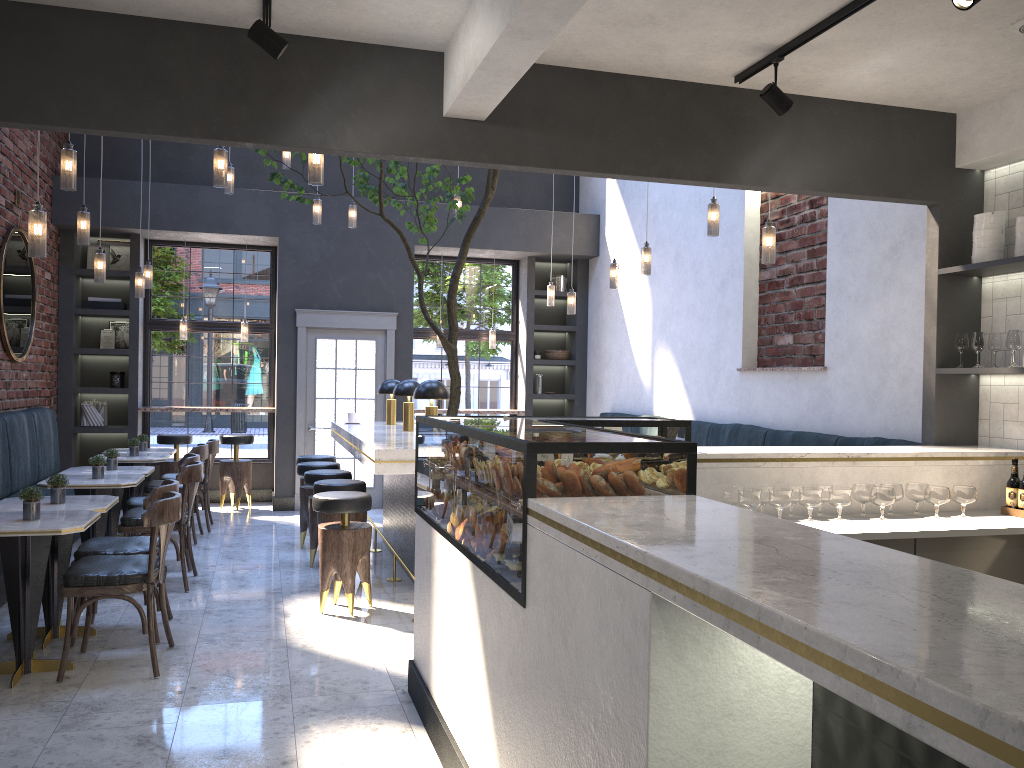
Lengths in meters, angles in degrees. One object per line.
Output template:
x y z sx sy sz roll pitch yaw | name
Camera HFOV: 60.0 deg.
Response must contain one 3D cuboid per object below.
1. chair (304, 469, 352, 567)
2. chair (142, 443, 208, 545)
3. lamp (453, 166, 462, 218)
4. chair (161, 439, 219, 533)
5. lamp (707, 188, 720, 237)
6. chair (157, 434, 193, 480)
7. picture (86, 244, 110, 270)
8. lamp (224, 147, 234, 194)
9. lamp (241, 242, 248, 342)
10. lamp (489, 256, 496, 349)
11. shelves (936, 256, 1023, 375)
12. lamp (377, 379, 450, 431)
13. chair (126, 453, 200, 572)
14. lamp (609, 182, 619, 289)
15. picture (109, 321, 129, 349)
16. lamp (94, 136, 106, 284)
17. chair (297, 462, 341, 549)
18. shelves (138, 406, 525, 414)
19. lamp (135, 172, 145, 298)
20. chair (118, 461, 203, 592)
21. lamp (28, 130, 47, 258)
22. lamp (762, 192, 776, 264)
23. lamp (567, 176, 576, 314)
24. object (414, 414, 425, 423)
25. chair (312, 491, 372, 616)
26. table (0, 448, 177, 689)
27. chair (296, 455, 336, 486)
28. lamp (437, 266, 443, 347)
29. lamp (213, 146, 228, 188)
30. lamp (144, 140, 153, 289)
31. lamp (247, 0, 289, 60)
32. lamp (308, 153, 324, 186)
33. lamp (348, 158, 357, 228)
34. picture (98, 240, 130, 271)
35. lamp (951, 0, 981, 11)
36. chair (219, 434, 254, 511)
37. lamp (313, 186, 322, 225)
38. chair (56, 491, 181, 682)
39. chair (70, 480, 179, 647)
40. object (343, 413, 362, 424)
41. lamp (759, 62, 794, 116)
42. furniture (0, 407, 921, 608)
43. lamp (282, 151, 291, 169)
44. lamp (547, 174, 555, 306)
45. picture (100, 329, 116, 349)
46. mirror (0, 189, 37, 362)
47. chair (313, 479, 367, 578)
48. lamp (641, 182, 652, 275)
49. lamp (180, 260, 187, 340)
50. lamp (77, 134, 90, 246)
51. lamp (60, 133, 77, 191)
-1.447 1.054 6.960 0.372 0.737 0.370 1 1 28 | chair
-2.985 0.965 7.893 0.521 0.851 0.538 1 1 -14 | chair
-0.489 -3.655 8.527 0.078 4.105 0.078 1 1 -31 | lamp
-3.076 0.962 8.469 0.521 0.851 0.497 1 1 -17 | chair
1.411 -3.066 6.039 0.078 4.105 0.078 1 1 -31 | lamp
-3.701 0.965 9.725 0.372 0.821 0.370 1 1 37 | chair
-4.590 -1.396 9.839 0.230 0.313 0.061 1 1 -16 | picture
-2.379 -3.681 7.546 0.078 4.105 0.078 1 1 -31 | lamp
-3.045 -1.199 10.124 0.078 1.429 0.078 2 1 37 | lamp
-0.229 -1.152 10.916 0.078 1.429 0.078 1 1 14 | lamp
2.989 -0.331 3.228 0.300 0.580 3.600 1 0 -16 | shelves
-0.434 -1.231 3.452 4.183 3.257 8.834 1 0 -32 | lamp
-2.671 0.973 6.788 0.521 0.851 0.538 1 1 -22 | chair
0.930 -2.886 7.743 0.078 4.105 0.078 2 1 37 | lamp
-4.393 -0.543 9.954 0.247 0.326 0.044 1 1 -16 | picture
-3.042 -2.807 6.598 0.078 4.105 0.078 1 1 -8 | lamp
-1.664 1.048 7.619 0.370 0.737 0.372 1 1 -25 | chair
-2.011 0.312 10.446 4.403 0.043 0.384 1 0 -16 | shelves
-3.237 -2.813 7.769 0.078 4.105 0.078 1 1 -31 | lamp
-2.439 0.979 6.197 0.521 0.851 0.538 1 1 -14 | chair
-2.245 -2.662 4.237 0.078 4.105 0.078 1 1 -31 | lamp
1.596 -2.786 5.369 0.078 4.105 0.078 1 1 -31 | lamp
0.626 -2.748 8.814 0.078 4.105 0.078 1 1 -31 | lamp
-0.915 0.329 8.480 0.176 0.097 0.301 1 0 -25 | object
-1.077 1.064 5.606 0.372 0.737 0.370 1 1 28 | chair
-1.028 1.054 6.905 4.599 0.751 4.829 1 0 -16 | table
-1.836 1.043 8.308 0.372 0.737 0.370 1 1 28 | chair
-0.862 -1.163 10.738 0.078 1.429 0.078 2 1 37 | lamp
-1.709 -3.232 5.278 0.078 4.105 0.078 1 1 14 | lamp
-3.390 -2.951 8.319 0.078 4.105 0.078 1 1 -31 | lamp
-0.953 -1.393 3.466 0.157 0.238 0.087 1 1 -22 | lamp
-0.984 -3.091 4.585 0.078 4.105 0.078 1 1 14 | lamp
-1.556 -3.613 8.823 0.078 4.105 0.078 1 1 -31 | lamp
-4.440 -1.418 9.916 0.361 0.369 0.055 1 1 -16 | picture
1.529 -1.347 2.923 0.157 0.235 0.087 1 1 -22 | lamp
-3.073 0.975 9.878 0.370 0.821 0.372 1 1 37 | chair
-1.754 -3.523 8.117 0.078 4.105 0.078 1 1 -31 | lamp
-1.957 0.992 4.484 0.521 0.851 0.538 1 1 -14 | chair
-2.172 0.987 5.024 0.521 0.851 0.538 1 1 -14 | chair
-1.489 0.319 8.286 0.176 0.098 0.204 1 0 -11 | object
1.217 -1.355 4.077 0.157 0.235 0.087 1 1 -22 | lamp
-1.034 0.853 6.945 6.021 1.151 5.340 1 0 -16 | furniture
-2.167 -4.159 8.642 0.078 4.105 0.078 1 1 -31 | lamp
0.449 -2.886 9.452 0.078 4.105 0.078 1 1 -31 | lamp
-4.512 -0.495 9.896 0.161 0.227 0.049 1 1 -15 | picture
-3.853 -0.932 6.074 0.036 1.510 4.773 1 0 -16 | mirror
-1.225 1.059 6.296 0.372 0.737 0.370 1 1 12 | chair
1.112 -2.929 7.095 0.078 4.105 0.078 2 1 37 | lamp
-3.677 -1.210 9.946 0.078 1.429 0.078 1 1 14 | lamp
-2.865 -2.995 5.976 0.078 4.105 0.078 1 1 -8 | lamp
-2.423 -3.130 4.891 0.078 4.105 0.078 1 1 -31 | lamp
